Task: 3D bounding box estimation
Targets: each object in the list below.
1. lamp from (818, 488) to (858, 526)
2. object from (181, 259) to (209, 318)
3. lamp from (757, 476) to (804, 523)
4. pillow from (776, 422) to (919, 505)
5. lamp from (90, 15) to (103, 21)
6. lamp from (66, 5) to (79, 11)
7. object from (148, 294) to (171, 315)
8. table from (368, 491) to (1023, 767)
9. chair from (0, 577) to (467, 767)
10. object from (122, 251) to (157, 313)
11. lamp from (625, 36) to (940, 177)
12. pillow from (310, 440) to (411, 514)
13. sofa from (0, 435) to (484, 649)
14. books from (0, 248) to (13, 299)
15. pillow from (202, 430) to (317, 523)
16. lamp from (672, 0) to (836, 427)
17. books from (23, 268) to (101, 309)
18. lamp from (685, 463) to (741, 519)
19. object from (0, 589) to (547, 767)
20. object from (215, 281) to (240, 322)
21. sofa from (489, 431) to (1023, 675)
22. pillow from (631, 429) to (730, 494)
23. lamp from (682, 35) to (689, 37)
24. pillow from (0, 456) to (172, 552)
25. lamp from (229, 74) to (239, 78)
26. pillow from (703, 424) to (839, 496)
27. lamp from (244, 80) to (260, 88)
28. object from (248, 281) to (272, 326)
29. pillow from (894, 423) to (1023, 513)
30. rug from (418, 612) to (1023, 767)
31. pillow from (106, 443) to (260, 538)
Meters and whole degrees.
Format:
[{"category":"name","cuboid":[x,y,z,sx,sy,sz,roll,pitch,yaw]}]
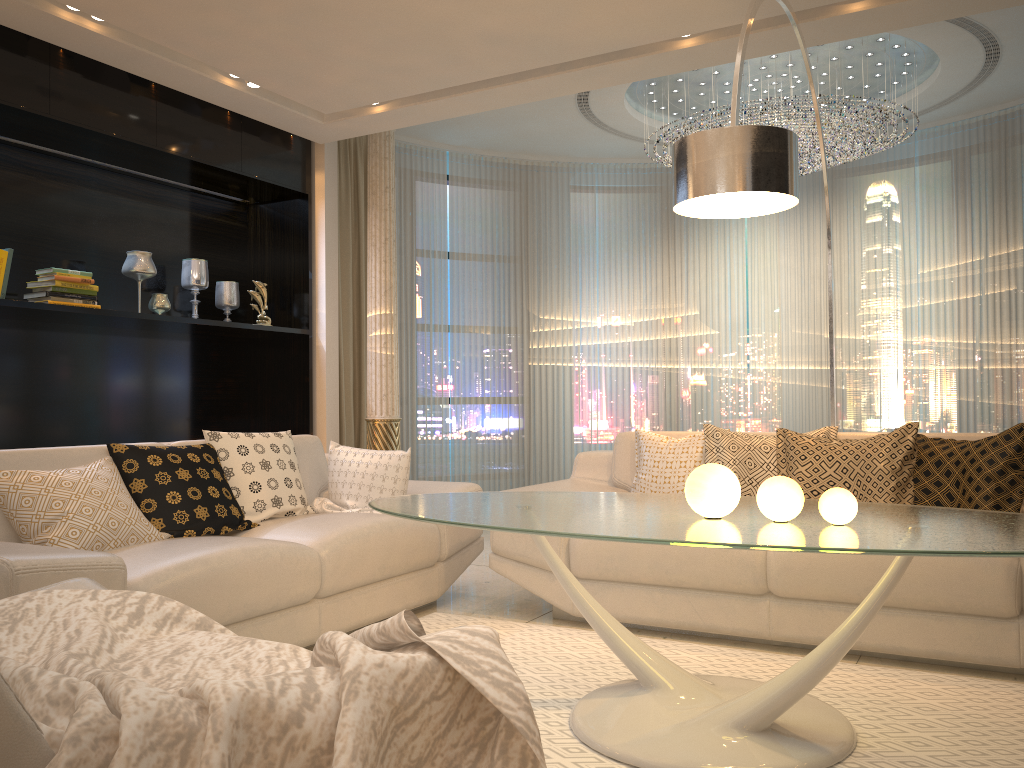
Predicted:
[{"category":"lamp","cuboid":[0.799,0.299,2.172,0.090,0.091,0.090,0,-1,-10]},{"category":"object","cuboid":[-1.990,-0.563,5.569,0.156,0.426,0.156,-2,-2,34]},{"category":"lamp","cuboid":[0.677,0.290,2.239,0.115,0.115,0.115,0,-2,-35]},{"category":"pillow","cuboid":[1.337,0.368,3.551,0.575,0.436,0.301,-2,-2,35]},{"category":"lamp","cuboid":[-1.874,-1.724,4.038,0.107,0.127,0.107,-1,-1,10]},{"category":"lamp","cuboid":[-1.933,-1.725,3.931,0.107,0.127,0.107,-2,-2,40]},{"category":"object","cuboid":[-2.065,-0.448,5.197,0.119,0.154,0.119,-2,-2,39]},{"category":"table","cuboid":[0.515,0.636,2.426,2.140,0.565,0.999,-1,-2,28]},{"category":"chair","cuboid":[-0.688,0.425,1.236,1.027,0.991,0.983,-1,-2,28]},{"category":"object","cuboid":[-2.139,-0.563,5.091,0.181,0.381,0.181,-1,-1,23]},{"category":"lamp","cuboid":[1.856,-1.796,6.243,2.109,0.685,2.109,0,-1,-16]},{"category":"pillow","cuboid":[-0.693,0.417,3.964,0.521,0.325,0.281,-2,-2,39]},{"category":"sofa","cuboid":[-1.169,0.603,3.440,1.145,0.754,2.328,-1,-2,29]},{"category":"books","cuboid":[-2.530,-0.520,4.220,0.212,0.261,0.210,-1,-2,29]},{"category":"pillow","cuboid":[-1.057,0.391,3.835,0.255,0.399,0.526,-1,-2,29]},{"category":"lamp","cuboid":[1.111,-0.304,3.548,0.393,2.519,2.009,-1,-2,29]},{"category":"books","cuboid":[-2.336,-0.483,4.618,0.260,0.197,0.296,-1,-2,32]},{"category":"lamp","cuboid":[0.526,0.280,2.323,0.143,0.143,0.143,-1,-1,14]},{"category":"object","cuboid":[-0.479,0.619,1.178,0.972,0.580,1.347,0,-2,-24]},{"category":"object","cuboid":[-1.858,-0.504,5.790,0.147,0.317,0.147,-1,-2,31]},{"category":"sofa","cuboid":[1.173,0.581,3.625,2.328,0.754,1.145,-1,-2,29]},{"category":"pillow","cuboid":[0.732,0.391,3.938,0.463,0.380,0.222,-2,-2,34]},{"category":"lamp","cuboid":[0.832,-1.748,4.284,0.107,0.127,0.107,1,-2,-42]},{"category":"pillow","cuboid":[-1.455,0.424,3.008,0.351,0.329,0.521,-1,-2,29]},{"category":"lamp","cuboid":[-1.475,-1.711,4.756,0.107,0.127,0.107,-1,-1,10]},{"category":"pillow","cuboid":[1.094,0.381,3.770,0.587,0.429,0.288,-1,-1,4]},{"category":"lamp","cuboid":[-1.417,-1.696,4.872,0.107,0.127,0.107,-1,-1,10]},{"category":"object","cuboid":[-1.622,-0.511,5.708,0.116,0.293,0.182,-1,-2,26]},{"category":"pillow","cuboid":[1.676,0.359,3.334,0.301,0.436,0.575,0,-2,-30]},{"category":"rug","cuboid":[0.535,0.931,2.398,2.900,0.020,1.661,-1,-2,29]},{"category":"pillow","cuboid":[-1.242,0.397,3.414,0.323,0.355,0.524,-1,-2,30]}]
